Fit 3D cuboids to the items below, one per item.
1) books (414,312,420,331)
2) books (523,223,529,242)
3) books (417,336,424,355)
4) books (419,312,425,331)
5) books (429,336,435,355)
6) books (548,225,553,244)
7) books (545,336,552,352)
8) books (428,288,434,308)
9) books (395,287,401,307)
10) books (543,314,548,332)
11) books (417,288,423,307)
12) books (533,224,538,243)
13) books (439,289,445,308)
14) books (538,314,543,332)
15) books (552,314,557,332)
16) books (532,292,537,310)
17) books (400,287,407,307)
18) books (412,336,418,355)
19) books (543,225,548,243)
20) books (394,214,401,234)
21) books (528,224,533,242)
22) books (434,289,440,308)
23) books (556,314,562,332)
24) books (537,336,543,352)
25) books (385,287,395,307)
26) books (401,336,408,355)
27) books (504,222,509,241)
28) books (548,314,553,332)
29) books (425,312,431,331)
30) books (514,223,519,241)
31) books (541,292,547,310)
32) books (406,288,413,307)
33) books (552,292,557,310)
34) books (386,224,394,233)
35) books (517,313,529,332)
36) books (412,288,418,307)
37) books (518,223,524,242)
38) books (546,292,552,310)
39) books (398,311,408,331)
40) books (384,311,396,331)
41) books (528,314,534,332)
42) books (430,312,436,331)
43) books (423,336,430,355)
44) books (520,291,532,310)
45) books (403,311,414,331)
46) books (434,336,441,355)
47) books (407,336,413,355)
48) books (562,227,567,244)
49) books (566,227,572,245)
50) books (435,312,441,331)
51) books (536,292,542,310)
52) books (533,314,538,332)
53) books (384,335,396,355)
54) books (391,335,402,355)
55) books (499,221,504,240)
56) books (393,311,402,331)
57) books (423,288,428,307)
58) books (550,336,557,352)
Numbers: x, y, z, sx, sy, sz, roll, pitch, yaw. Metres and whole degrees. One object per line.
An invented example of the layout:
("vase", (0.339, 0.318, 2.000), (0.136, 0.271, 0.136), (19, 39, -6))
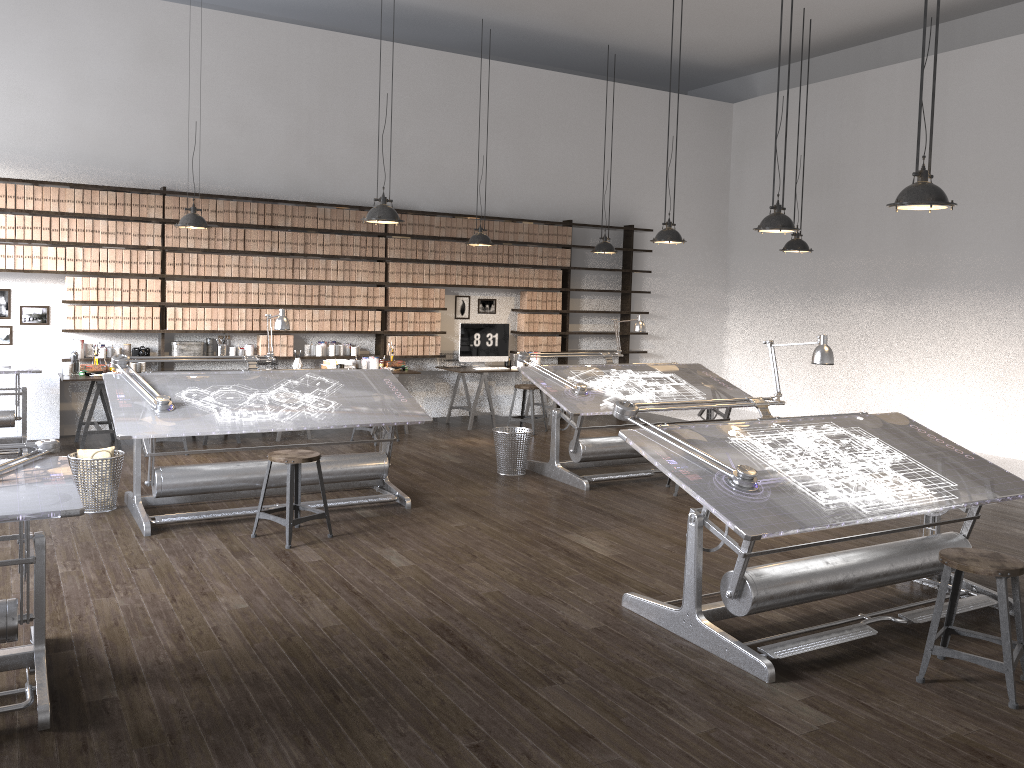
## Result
("books", (-1.129, -0.717, 10.180), (0.067, 0.225, 0.175), (0, 4, -30))
("books", (0.129, -1.845, 10.827), (0.067, 0.225, 0.175), (0, 4, -30))
("books", (-1.085, -0.442, 10.219), (0.067, 0.225, 0.175), (0, 4, -30))
("books", (-1.068, -0.719, 10.215), (0.067, 0.225, 0.175), (0, 4, -30))
("books", (-0.959, -0.446, 10.293), (0.067, 0.225, 0.175), (0, 4, -30))
("books", (0.437, -1.854, 11.003), (0.067, 0.225, 0.175), (0, 4, -30))
("books", (0.425, -0.486, 11.098), (0.067, 0.225, 0.175), (0, 4, -30))
("books", (-0.971, -0.995, 10.252), (0.067, 0.225, 0.175), (0, 4, -30))
("books", (-1.326, -0.985, 10.046), (0.067, 0.225, 0.175), (0, 4, -30))
("books", (0.378, -0.760, 11.045), (0.067, 0.225, 0.175), (0, 4, -30))
("books", (-1.088, -0.991, 10.178), (0.067, 0.225, 0.175), (0, 4, -30))
("books", (0.248, -1.849, 10.902), (0.067, 0.225, 0.175), (0, 4, -30))
("books", (-0.849, -0.999, 10.324), (0.067, 0.225, 0.175), (0, 4, -30))
("books", (0.314, -0.758, 11.012), (0.067, 0.225, 0.175), (0, 4, -30))
("books", (0.488, -0.763, 11.114), (0.067, 0.225, 0.175), (0, 4, -30))
("books", (0.233, -1.030, 10.949), (0.067, 0.225, 0.175), (0, 4, -30))
("books", (-1.263, -0.986, 10.077), (0.067, 0.225, 0.175), (0, 4, -30))
("books", (-1.152, -0.441, 10.186), (0.067, 0.225, 0.175), (0, 4, -30))
("books", (0.374, -1.852, 10.967), (0.067, 0.225, 0.175), (0, 4, -30))
("books", (-1.318, -1.803, 9.989), (0.067, 0.225, 0.175), (0, 4, -30))
("books", (0.188, -1.847, 10.865), (0.067, 0.225, 0.175), (0, 4, -30))
("books", (-0.908, -0.996, 10.284), (0.067, 0.225, 0.175), (0, 4, -30))
("books", (0.548, -0.765, 11.150), (0.067, 0.225, 0.175), (0, 4, -30))
("books", (0.307, -0.482, 11.028), (0.067, 0.225, 0.175), (0, 4, -30))
("books", (-1.388, -0.983, 10.012), (0.067, 0.225, 0.175), (0, 4, -30))
("books", (-1.260, -0.437, 10.116), (0.067, 0.225, 0.175), (0, 4, -30))
("books", (-0.106, -1.839, 10.696), (0.067, 0.225, 0.175), (0, 4, -30))
("books", (0.435, -0.761, 11.078), (0.067, 0.225, 0.175), (0, 4, -30))
("books", (-1.006, -0.720, 10.244), (0.067, 0.225, 0.175), (0, 4, -30))
("books", (0.010, -1.842, 10.762), (0.067, 0.225, 0.175), (0, 4, -30))
("books", (0.356, -1.033, 11.021), (0.067, 0.225, 0.175), (0, 4, -30))
("books", (-1.202, -0.988, 10.115), (0.067, 0.225, 0.175), (0, 4, -30))
("books", (0.485, -1.037, 11.096), (0.067, 0.225, 0.175), (0, 4, -30))
("books", (-1.385, -1.802, 9.956), (0.067, 0.225, 0.175), (0, 4, -30))
("books", (0.133, -0.753, 10.905), (0.067, 0.225, 0.175), (0, 4, -30))
("books", (-1.148, -0.990, 10.148), (0.067, 0.225, 0.175), (0, 4, -30))
("books", (0.066, -1.843, 10.792), (0.067, 0.225, 0.175), (0, 4, -30))
("books", (0.423, -1.035, 11.054), (0.067, 0.225, 0.175), (0, 4, -30))
("books", (-1.252, -0.713, 10.109), (0.067, 0.225, 0.175), (0, 4, -30))
("books", (-1.381, -0.710, 10.034), (0.067, 0.225, 0.175), (0, 4, -30))
("books", (0.192, -0.755, 10.944), (0.067, 0.225, 0.175), (0, 4, -30))
("books", (-0.951, -0.722, 10.282), (0.067, 0.225, 0.175), (0, 4, -30))
("books", (-1.023, -0.444, 10.261), (0.067, 0.225, 0.175), (0, 4, -30))
("books", (0.172, -1.028, 10.914), (0.067, 0.225, 0.175), (0, 4, -30))
("books", (-1.188, -0.715, 10.141), (0.067, 0.225, 0.175), (0, 4, -30))
("books", (-0.900, -0.448, 10.332), (0.067, 0.225, 0.175), (0, 4, -30))
("books", (-1.207, -0.439, 10.152), (0.067, 0.225, 0.175), (0, 4, -30))
("books", (0.613, -1.860, 11.114), (0.067, 0.225, 0.175), (0, 4, -30))
("books", (0.675, -1.861, 11.145), (0.067, 0.225, 0.175), (0, 4, -30))
("books", (-0.896, -0.723, 10.312), (0.067, 0.225, 0.175), (0, 4, -30))
("books", (0.296, -1.031, 10.981), (0.067, 0.225, 0.175), (0, 4, -30))
("books", (0.251, -0.757, 10.980), (0.067, 0.225, 0.175), (0, 4, -30))
("books", (-1.387, -0.433, 10.046), (0.067, 0.225, 0.175), (0, 4, -30))
("books", (-1.322, -0.435, 10.080), (0.067, 0.225, 0.175), (0, 4, -30))
("books", (-0.168, -1.837, 10.660), (0.067, 0.225, 0.175), (0, 4, -30))
("books", (-1.314, -0.711, 10.067), (0.067, 0.225, 0.175), (0, 4, -30))
("books", (-1.032, -0.993, 10.217), (0.067, 0.225, 0.175), (0, 4, -30))
("books", (0.484, -0.488, 11.134), (0.067, 0.225, 0.175), (0, 4, -30))
